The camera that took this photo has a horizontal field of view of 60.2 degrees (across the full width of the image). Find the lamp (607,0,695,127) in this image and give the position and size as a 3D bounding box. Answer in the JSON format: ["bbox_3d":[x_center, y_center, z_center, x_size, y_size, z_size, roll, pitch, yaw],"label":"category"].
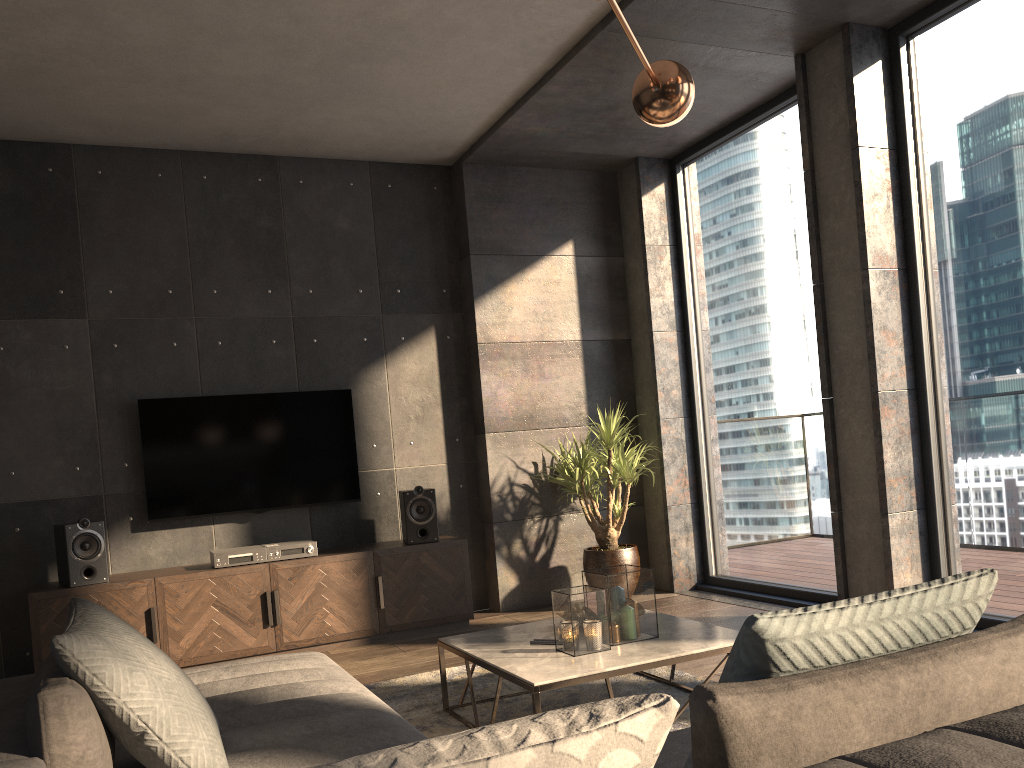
[{"bbox_3d":[0.279,-1.358,1.985,1.019,1.038,1.460,-7,-3,42],"label":"lamp"}]

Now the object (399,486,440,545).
[{"bbox_3d":[-0.583,0.810,5.517,0.198,0.354,0.250,-5,-1,-14],"label":"object"}]

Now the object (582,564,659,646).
[{"bbox_3d":[0.409,0.834,3.352,0.199,0.261,0.197,-4,-1,-24],"label":"object"}]

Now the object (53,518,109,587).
[{"bbox_3d":[-2.314,0.896,4.745,0.197,0.354,0.250,-4,-1,-39],"label":"object"}]

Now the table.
[{"bbox_3d":[0.315,1.132,3.408,0.928,0.309,0.935,-3,-4,-24],"label":"table"}]

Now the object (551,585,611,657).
[{"bbox_3d":[0.249,0.856,3.207,0.148,0.220,0.150,-4,-1,-24],"label":"object"}]

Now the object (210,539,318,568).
[{"bbox_3d":[-1.445,0.988,5.142,0.571,0.087,0.272,-3,-4,-24],"label":"object"}]

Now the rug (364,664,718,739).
[{"bbox_3d":[0.282,1.256,2.923,1.725,0.020,3.159,-3,-5,-24],"label":"rug"}]

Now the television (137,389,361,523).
[{"bbox_3d":[-1.583,0.430,5.419,1.262,0.736,0.057,-3,0,-24],"label":"television"}]

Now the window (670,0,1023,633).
[{"bbox_3d":[2.717,-0.456,2.855,0.198,2.996,7.302,-5,-3,-24],"label":"window"}]

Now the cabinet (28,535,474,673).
[{"bbox_3d":[-1.447,1.314,5.210,2.402,0.551,0.543,-3,-2,-24],"label":"cabinet"}]

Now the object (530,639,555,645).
[{"bbox_3d":[0.158,0.980,3.356,0.181,0.012,0.046,-7,-5,27],"label":"object"}]

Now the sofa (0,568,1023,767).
[{"bbox_3d":[-0.331,0.863,2.200,2.018,0.783,2.926,-3,-5,-25],"label":"sofa"}]

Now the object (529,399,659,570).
[{"bbox_3d":[0.550,0.791,5.885,0.952,1.360,1.024,-5,-1,7],"label":"object"}]
